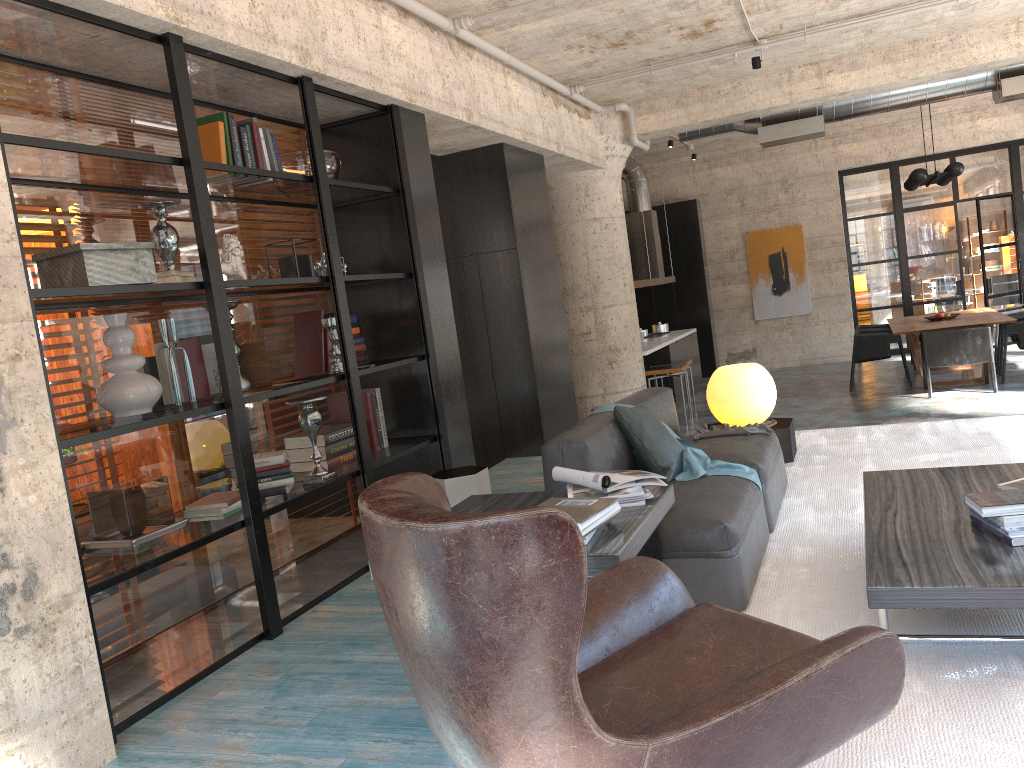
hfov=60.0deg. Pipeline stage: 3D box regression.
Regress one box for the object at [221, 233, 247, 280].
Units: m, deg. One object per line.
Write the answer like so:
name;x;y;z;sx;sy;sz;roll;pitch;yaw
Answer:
object;-1.442;-0.614;4.414;0.131;0.280;0.252;-5;6;30

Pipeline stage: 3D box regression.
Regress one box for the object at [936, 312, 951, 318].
object;5.504;-0.876;11.320;0.219;0.097;0.100;-10;6;-24

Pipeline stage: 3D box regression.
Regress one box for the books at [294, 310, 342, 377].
books;-1.087;-0.235;4.996;0.216;0.354;0.256;-6;6;22

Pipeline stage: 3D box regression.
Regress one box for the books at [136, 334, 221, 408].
books;-1.558;-0.076;4.292;0.147;0.299;0.547;-6;6;22

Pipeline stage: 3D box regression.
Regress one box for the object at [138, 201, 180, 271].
object;-1.567;-0.616;4.016;0.180;0.394;0.178;-7;5;16

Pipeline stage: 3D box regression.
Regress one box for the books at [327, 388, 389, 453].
books;-0.924;0.226;5.344;0.277;0.362;0.191;-6;5;17

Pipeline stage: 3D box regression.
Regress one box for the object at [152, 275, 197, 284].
object;-1.453;-0.426;3.734;0.179;0.034;0.243;-8;5;0

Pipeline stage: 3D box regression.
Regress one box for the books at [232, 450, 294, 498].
books;-1.231;0.448;4.367;0.306;0.188;0.257;-9;5;-13

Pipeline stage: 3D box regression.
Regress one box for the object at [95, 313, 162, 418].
object;-1.650;-0.082;3.772;0.265;0.432;0.265;-10;6;-24

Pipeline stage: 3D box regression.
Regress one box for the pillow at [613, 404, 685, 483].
pillow;0.743;0.251;4.350;0.320;0.393;0.670;-5;6;28

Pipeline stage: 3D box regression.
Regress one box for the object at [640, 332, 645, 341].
object;1.744;-0.654;12.396;0.188;0.133;0.437;-6;6;23

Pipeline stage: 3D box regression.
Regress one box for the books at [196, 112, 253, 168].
books;-1.403;-1.128;4.234;0.216;0.290;0.231;-6;6;22

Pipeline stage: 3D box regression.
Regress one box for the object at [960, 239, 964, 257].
object;9.830;-2.971;19.445;0.121;0.395;0.062;-6;6;25

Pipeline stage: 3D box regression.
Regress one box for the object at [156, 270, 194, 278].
object;-1.463;-0.454;3.740;0.166;0.024;0.227;-8;5;1

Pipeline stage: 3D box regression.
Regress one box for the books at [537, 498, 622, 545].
books;0.167;0.419;2.721;0.278;0.075;0.320;-5;6;26

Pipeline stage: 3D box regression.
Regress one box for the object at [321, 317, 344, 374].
object;-0.972;-0.210;4.834;0.099;0.301;0.099;-7;5;16

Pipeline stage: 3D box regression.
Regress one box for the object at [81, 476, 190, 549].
object;-1.607;0.536;3.760;0.284;0.231;0.335;-6;6;22

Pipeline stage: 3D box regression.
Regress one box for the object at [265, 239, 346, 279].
object;-1.069;-0.654;4.693;0.200;0.200;0.409;-5;6;32

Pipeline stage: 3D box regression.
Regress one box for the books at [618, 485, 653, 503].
books;0.342;0.380;3.120;0.252;0.011;0.318;-8;5;-1

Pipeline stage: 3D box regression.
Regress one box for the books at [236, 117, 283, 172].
books;-1.312;-1.166;4.461;0.221;0.298;0.258;-6;6;22

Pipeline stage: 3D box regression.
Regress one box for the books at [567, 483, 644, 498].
books;0.320;0.363;3.099;0.252;0.011;0.318;-8;5;4

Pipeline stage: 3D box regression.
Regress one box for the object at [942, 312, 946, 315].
object;5.548;-0.882;11.378;0.110;0.082;0.088;-11;6;-28

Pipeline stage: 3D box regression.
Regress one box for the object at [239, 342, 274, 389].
object;-1.327;-0.094;4.544;0.190;0.230;0.189;-10;6;-23

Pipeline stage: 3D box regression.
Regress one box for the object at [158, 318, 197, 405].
object;-1.534;-0.105;4.052;0.062;0.395;0.121;-6;6;25

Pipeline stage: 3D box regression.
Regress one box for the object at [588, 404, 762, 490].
object;0.714;0.315;4.367;0.444;0.438;0.985;-13;7;-41

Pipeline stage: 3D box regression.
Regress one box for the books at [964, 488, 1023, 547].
books;1.660;0.424;2.920;0.279;0.116;0.322;-7;5;7

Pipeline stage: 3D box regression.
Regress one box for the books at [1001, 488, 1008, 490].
books;2.065;0.381;3.336;0.318;0.011;0.252;-10;6;-24

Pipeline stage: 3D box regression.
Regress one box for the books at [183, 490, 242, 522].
books;-1.328;0.551;4.060;0.231;0.068;0.319;-7;5;14

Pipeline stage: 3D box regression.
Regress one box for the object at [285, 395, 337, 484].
object;-1.008;0.282;4.506;0.218;0.433;0.218;-7;5;14

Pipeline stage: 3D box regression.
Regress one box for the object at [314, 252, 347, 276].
object;-1.098;-0.688;5.240;0.323;0.177;0.322;-6;6;22

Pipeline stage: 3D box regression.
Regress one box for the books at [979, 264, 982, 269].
books;10.393;-2.583;19.334;0.335;0.118;0.213;-6;6;22

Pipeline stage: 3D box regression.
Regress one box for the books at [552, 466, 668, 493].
books;0.346;0.339;3.172;0.273;0.109;0.322;-11;6;-28

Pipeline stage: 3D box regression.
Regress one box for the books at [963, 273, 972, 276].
books;9.917;-2.395;19.517;0.335;0.033;0.284;-6;6;22

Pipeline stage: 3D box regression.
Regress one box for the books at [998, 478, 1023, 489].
books;2.055;0.371;3.337;0.318;0.011;0.252;-10;6;-19

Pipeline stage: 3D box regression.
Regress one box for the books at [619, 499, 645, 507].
books;0.338;0.392;3.106;0.252;0.011;0.318;-7;5;9

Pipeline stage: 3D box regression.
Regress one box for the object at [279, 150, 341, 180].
object;-1.195;-1.197;5.111;0.430;0.217;0.434;-6;6;25

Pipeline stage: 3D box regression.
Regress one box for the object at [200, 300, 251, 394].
object;-1.391;-0.177;4.345;0.192;0.447;0.191;-10;6;-20

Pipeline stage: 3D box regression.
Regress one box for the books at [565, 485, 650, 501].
books;0.327;0.372;3.106;0.252;0.011;0.318;-8;5;-1

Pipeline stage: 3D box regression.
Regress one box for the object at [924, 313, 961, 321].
object;5.506;-0.865;11.346;0.435;0.079;0.435;-11;6;-31

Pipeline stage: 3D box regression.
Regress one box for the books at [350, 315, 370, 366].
books;-1.077;-0.240;5.302;0.303;0.303;0.378;-6;6;23

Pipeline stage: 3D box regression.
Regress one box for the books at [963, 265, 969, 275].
books;9.904;-2.499;19.507;0.249;0.218;0.204;-6;6;22

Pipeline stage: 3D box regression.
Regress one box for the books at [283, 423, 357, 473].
books;-1.062;0.358;5.039;0.274;0.197;0.393;-6;6;22

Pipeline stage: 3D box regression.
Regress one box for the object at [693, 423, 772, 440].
object;1.277;0.303;5.117;0.433;0.185;0.429;-6;6;18
